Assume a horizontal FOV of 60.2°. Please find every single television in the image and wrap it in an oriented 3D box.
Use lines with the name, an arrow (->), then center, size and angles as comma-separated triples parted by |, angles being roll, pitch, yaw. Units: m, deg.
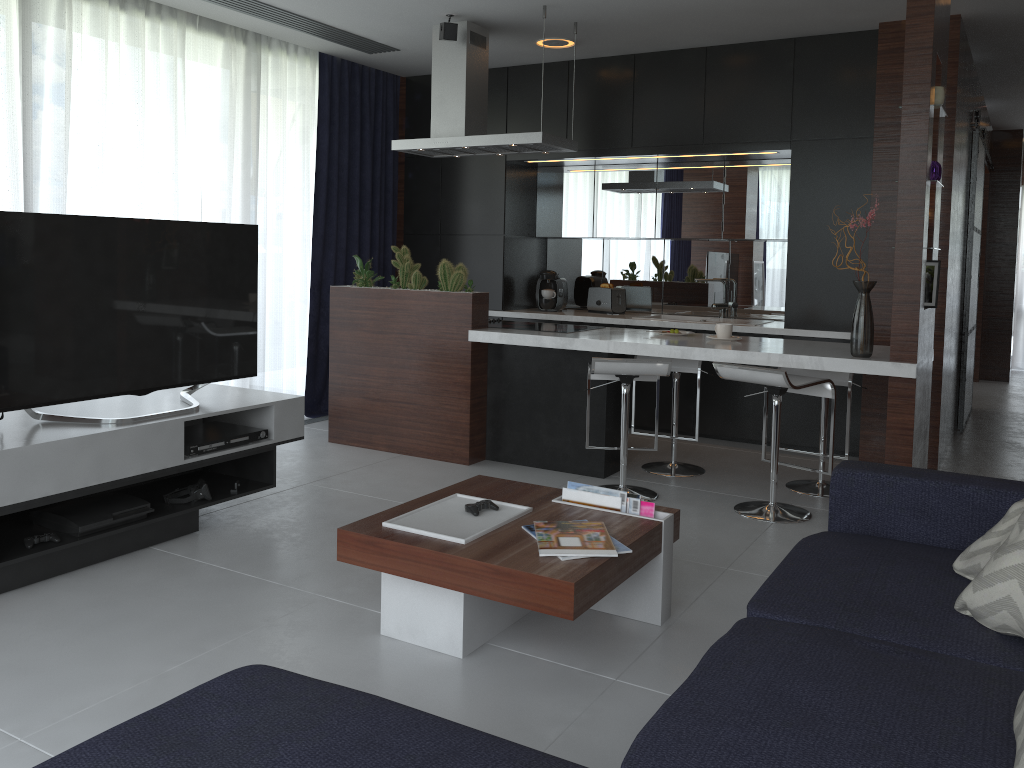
television -> -1.512, -0.275, 3.571 | 0.298, 0.780, 1.237 | 4, 7, 30

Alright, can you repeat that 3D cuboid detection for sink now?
sink -> 1.323, -0.479, 6.111 | 0.856, 0.489, 0.506 | 5, 7, 30

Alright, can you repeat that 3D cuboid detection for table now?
table -> 0.016, 0.591, 2.827 | 0.808, 0.350, 0.805 | 6, 9, 30

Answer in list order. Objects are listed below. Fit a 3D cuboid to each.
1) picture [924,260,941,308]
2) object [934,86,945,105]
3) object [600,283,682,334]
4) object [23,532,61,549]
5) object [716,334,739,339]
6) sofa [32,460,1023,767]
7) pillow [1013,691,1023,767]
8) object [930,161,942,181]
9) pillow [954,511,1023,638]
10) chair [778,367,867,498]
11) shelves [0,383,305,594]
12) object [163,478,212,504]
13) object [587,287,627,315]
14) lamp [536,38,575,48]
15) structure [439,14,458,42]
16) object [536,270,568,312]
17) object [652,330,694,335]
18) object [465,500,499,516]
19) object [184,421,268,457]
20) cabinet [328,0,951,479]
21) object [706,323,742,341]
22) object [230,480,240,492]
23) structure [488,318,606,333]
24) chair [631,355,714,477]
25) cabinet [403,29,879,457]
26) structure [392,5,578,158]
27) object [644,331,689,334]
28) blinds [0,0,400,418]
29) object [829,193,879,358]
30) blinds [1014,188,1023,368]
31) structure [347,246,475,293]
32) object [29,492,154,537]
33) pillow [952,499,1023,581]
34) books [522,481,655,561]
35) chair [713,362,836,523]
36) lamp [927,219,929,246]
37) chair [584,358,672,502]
picture -> 1.894, -0.468, 4.117 | 0.176, 0.220, 0.051 | 5, 5, 34
object -> 1.866, -1.266, 3.942 | 0.088, 0.085, 0.219 | 3, 8, 13
object -> 0.795, -0.506, 5.675 | 0.140, 0.220, 1.895 | 1, 8, -5
object -> -1.650, 0.543, 3.095 | 0.071, 0.036, 0.113 | 8, 10, 43
object -> 1.135, -0.247, 4.650 | 0.036, 0.012, 0.167 | -4, 10, -34
sofa -> 0.469, 0.622, 1.826 | 1.904, 0.604, 2.889 | 6, 9, 30
pillow -> 0.992, 0.498, 1.396 | 0.343, 0.385, 0.497 | 5, 7, 30
object -> 1.871, -0.955, 3.997 | 0.134, 0.097, 0.133 | -1, 7, -20
pillow -> 1.282, 0.444, 2.017 | 0.280, 0.349, 0.421 | 0, 6, -17
chair -> 1.645, 0.176, 4.597 | 0.397, 0.735, 0.465 | 5, 6, 36
shelves -> -1.936, 0.398, 3.314 | 0.875, 0.495, 2.362 | 5, 9, 30
object -> -1.351, 0.446, 3.669 | 0.184, 0.078, 0.117 | -3, 8, -30
object -> 0.697, -0.619, 6.542 | 0.176, 0.194, 0.262 | -3, 8, -39
lamp -> 1.813, -2.073, 5.317 | 5.350, 0.084, 9.657 | 4, 9, 16
structure -> -0.369, -2.062, 5.135 | 0.084, 0.141, 0.115 | 0, 6, -20
object -> 0.300, -0.705, 6.673 | 0.215, 0.310, 0.271 | 3, 6, 15
object -> 0.881, -0.277, 4.851 | 0.238, 0.019, 0.240 | 2, 8, 2
object -> -0.101, 0.396, 2.867 | 0.071, 0.036, 0.113 | 8, 10, 43
object -> -1.331, 0.235, 3.810 | 0.336, 0.052, 0.433 | 6, 10, 30
cabinet -> 0.501, -0.794, 4.853 | 3.344, 2.536, 0.789 | 5, 5, 30
object -> 1.104, -0.269, 4.599 | 0.182, 0.086, 0.183 | 2, 7, 7
object -> -1.193, 0.443, 3.823 | 0.044, 0.043, 0.044 | 5, 7, 30
structure -> 0.100, -0.331, 5.213 | 0.766, 0.056, 0.507 | 6, 10, 30
chair -> 0.935, 0.107, 4.953 | 0.397, 0.735, 0.466 | 3, 5, 26
cabinet -> 0.800, -1.014, 6.392 | 3.488, 2.538, 0.708 | 5, 5, 30
structure -> -0.165, -1.778, 5.301 | 1.047, 0.755, 0.448 | 5, 6, 30
object -> 0.839, -0.283, 4.821 | 0.248, 0.008, 0.026 | 1, 8, -1
blinds -> 0.403, -0.593, 2.718 | 7.160, 2.754, 5.827 | 6, 9, 34
object -> 1.524, -0.488, 3.938 | 0.198, 0.730, 0.390 | 2, 4, 11
blinds -> 6.114, -1.472, 9.781 | 0.858, 2.685, 0.134 | 4, 4, 31
structure -> -0.620, -0.679, 5.191 | 1.003, 0.284, 0.223 | 6, 7, 33
object -> -1.595, 0.489, 3.358 | 0.314, 0.067, 0.316 | 6, 9, 30
pillow -> 1.402, 0.417, 2.276 | 0.330, 0.292, 0.419 | 1, 7, -8
books -> 0.850, -0.012, 6.490 | 0.405, 0.369, 8.304 | 2, 8, 9
chair -> 1.203, 0.251, 4.120 | 0.465, 0.704, 0.398 | -3, 6, -42
lamp -> 1.830, -0.718, 3.983 | 0.077, 0.209, 0.154 | 5, 6, 42
chair -> 0.548, 0.201, 4.354 | 0.396, 0.704, 0.467 | 2, 5, 3
